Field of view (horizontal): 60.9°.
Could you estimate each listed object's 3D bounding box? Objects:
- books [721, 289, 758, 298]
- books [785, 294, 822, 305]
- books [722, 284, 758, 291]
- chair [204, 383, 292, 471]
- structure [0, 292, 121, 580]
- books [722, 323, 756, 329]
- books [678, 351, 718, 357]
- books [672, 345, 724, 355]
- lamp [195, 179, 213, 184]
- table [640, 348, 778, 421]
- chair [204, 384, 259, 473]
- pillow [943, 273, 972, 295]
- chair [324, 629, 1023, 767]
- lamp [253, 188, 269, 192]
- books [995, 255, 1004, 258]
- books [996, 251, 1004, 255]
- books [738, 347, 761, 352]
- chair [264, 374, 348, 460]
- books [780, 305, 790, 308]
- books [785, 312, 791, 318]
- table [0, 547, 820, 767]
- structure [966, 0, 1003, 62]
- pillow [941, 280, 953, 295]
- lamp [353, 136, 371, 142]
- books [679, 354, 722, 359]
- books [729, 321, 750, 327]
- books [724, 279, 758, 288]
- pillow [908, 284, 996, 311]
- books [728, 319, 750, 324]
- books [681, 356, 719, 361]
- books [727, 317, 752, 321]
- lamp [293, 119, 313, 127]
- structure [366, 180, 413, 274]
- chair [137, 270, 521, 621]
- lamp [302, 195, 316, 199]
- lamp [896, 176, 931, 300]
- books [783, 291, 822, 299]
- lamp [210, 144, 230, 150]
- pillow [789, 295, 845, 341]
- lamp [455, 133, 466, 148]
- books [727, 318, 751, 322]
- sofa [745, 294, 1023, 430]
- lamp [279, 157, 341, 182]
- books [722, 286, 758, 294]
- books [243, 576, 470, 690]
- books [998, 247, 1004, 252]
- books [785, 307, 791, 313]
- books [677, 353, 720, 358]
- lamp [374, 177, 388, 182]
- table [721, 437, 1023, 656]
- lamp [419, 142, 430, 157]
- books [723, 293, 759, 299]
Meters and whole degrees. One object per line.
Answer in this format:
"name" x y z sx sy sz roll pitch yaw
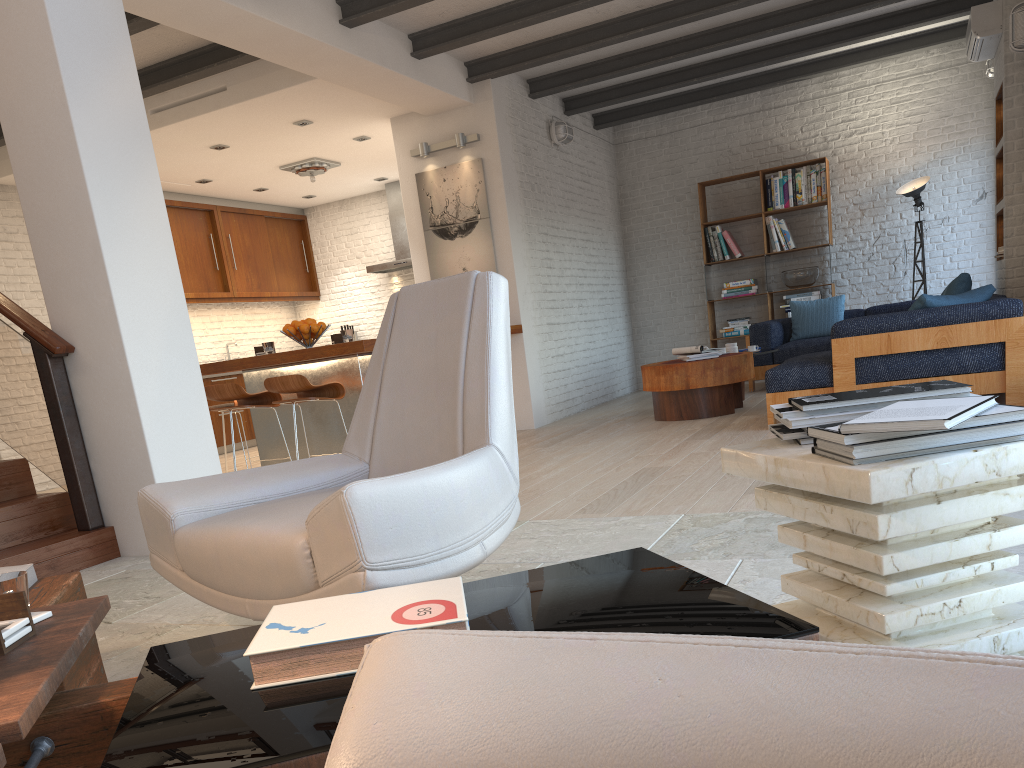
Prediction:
"books" 2.553 -1.015 9.765 0.381 0.037 0.237 -7 3 21
"books" 3.186 -0.920 9.530 0.381 0.066 0.237 -7 4 20
"books" 2.557 -1.083 9.758 0.357 0.021 0.264 -7 3 24
"chair" -1.851 0.374 6.083 0.406 0.798 0.407 -3 12 25
"structure" -2.389 -1.228 4.641 10.204 4.256 13.441 -6 4 25
"books" 2.574 -0.654 9.860 0.381 0.019 0.237 -7 3 18
"books" 1.493 -0.240 7.004 0.252 0.011 0.310 -8 3 0
"books" 1.513 -0.260 7.075 0.268 0.112 0.320 -10 5 -32
"lamp" -3.185 -2.111 9.001 0.124 0.057 0.120 -6 5 25
"table" 1.676 -0.019 7.580 1.081 0.459 1.777 -5 4 31
"chair" -2.137 0.379 6.793 0.424 0.798 0.390 -3 12 25
"pillow" 3.338 -0.612 6.593 0.255 0.428 1.175 -3 6 25
"chair" 0.252 0.247 0.291 0.987 1.027 0.994 -6 8 10
"lamp" -2.822 -2.198 9.782 0.124 0.057 0.120 -6 5 25
"books" 3.930 -1.020 6.907 0.163 0.017 0.245 -6 3 35
"books" 3.928 -1.045 6.887 0.172 0.019 0.229 -6 3 27
"books" 2.138 -0.310 7.996 0.229 0.023 0.160 -9 3 -16
"chair" -1.364 0.318 5.853 0.406 0.798 0.407 -3 12 25
"books" 3.177 -0.875 9.527 0.447 0.021 0.264 -7 3 25
"books" 3.199 -0.777 9.544 0.381 0.066 0.237 -7 4 12
"table" -0.578 0.603 1.304 1.956 0.441 2.166 -9 3 -14
"structure" 3.579 -2.659 6.621 0.201 0.225 0.790 -4 5 25
"pillow" 3.904 -0.722 7.775 0.244 0.409 1.073 -3 6 24
"lamp" -1.408 -2.316 8.161 0.124 0.057 0.120 -6 5 25
"books" 1.513 -0.222 7.029 0.252 0.011 0.311 -8 3 -6
"books" 2.579 -0.683 9.875 0.207 0.035 0.128 -6 4 25
"books" 2.559 -1.121 9.744 0.328 0.057 0.247 -6 4 28
"pillow" 2.702 -0.417 5.473 0.560 0.338 0.369 -9 7 -14
"books" 2.573 -0.709 9.878 0.237 0.019 0.166 -7 3 18
"books" 1.510 -0.210 7.016 0.253 0.011 0.310 -8 3 5
"books" 2.569 -0.734 9.850 0.253 0.017 0.157 -7 3 25
"lamp" -1.771 -2.228 7.380 0.124 0.057 0.120 -6 5 25
"structure" -1.301 -1.923 10.537 0.990 1.022 0.441 -4 11 25
"chair" -0.408 0.231 2.493 1.026 1.045 0.945 -1 11 41
"lamp" -2.460 -2.286 10.561 0.124 0.057 0.120 -6 5 25
"lamp" 4.187 -1.130 8.629 0.506 1.899 0.841 -8 11 -3
"books" 3.174 -0.970 9.517 0.381 0.037 0.237 -7 3 25
"lamp" -2.611 -2.131 7.778 0.124 0.057 0.120 -6 5 25
"pillow" 3.057 -0.660 8.717 0.558 0.421 0.215 -5 11 24
"lamp" -0.435 -2.050 7.346 0.078 0.107 0.079 -14 11 -36
"books" 2.574 -0.723 9.866 0.244 0.008 0.151 -7 3 25
"sofa" 2.822 -0.268 7.140 2.090 0.678 3.832 -6 4 25
"lamp" -2.059 -2.164 8.964 0.452 0.175 0.436 -6 5 25
"books" 2.555 -1.052 9.746 0.381 0.037 0.237 -7 3 19
"books" -0.233 0.388 1.389 0.326 0.058 0.249 -8 3 -4
"books" 3.929 -1.073 6.887 0.133 0.035 0.200 -5 4 35
"books" 3.162 -0.833 9.532 0.328 0.057 0.247 -7 3 20
"books" 1.499 -0.230 7.013 0.252 0.011 0.311 -8 3 -6
"lamp" -1.523 -2.394 10.118 0.124 0.057 0.120 -6 5 25
"table" 0.786 0.356 1.770 0.491 0.519 0.485 -10 8 -15
"lamp" -0.756 -2.013 7.498 0.078 0.107 0.079 -14 11 -36
"books" 2.567 -0.988 9.773 0.357 0.021 0.264 -7 3 25
